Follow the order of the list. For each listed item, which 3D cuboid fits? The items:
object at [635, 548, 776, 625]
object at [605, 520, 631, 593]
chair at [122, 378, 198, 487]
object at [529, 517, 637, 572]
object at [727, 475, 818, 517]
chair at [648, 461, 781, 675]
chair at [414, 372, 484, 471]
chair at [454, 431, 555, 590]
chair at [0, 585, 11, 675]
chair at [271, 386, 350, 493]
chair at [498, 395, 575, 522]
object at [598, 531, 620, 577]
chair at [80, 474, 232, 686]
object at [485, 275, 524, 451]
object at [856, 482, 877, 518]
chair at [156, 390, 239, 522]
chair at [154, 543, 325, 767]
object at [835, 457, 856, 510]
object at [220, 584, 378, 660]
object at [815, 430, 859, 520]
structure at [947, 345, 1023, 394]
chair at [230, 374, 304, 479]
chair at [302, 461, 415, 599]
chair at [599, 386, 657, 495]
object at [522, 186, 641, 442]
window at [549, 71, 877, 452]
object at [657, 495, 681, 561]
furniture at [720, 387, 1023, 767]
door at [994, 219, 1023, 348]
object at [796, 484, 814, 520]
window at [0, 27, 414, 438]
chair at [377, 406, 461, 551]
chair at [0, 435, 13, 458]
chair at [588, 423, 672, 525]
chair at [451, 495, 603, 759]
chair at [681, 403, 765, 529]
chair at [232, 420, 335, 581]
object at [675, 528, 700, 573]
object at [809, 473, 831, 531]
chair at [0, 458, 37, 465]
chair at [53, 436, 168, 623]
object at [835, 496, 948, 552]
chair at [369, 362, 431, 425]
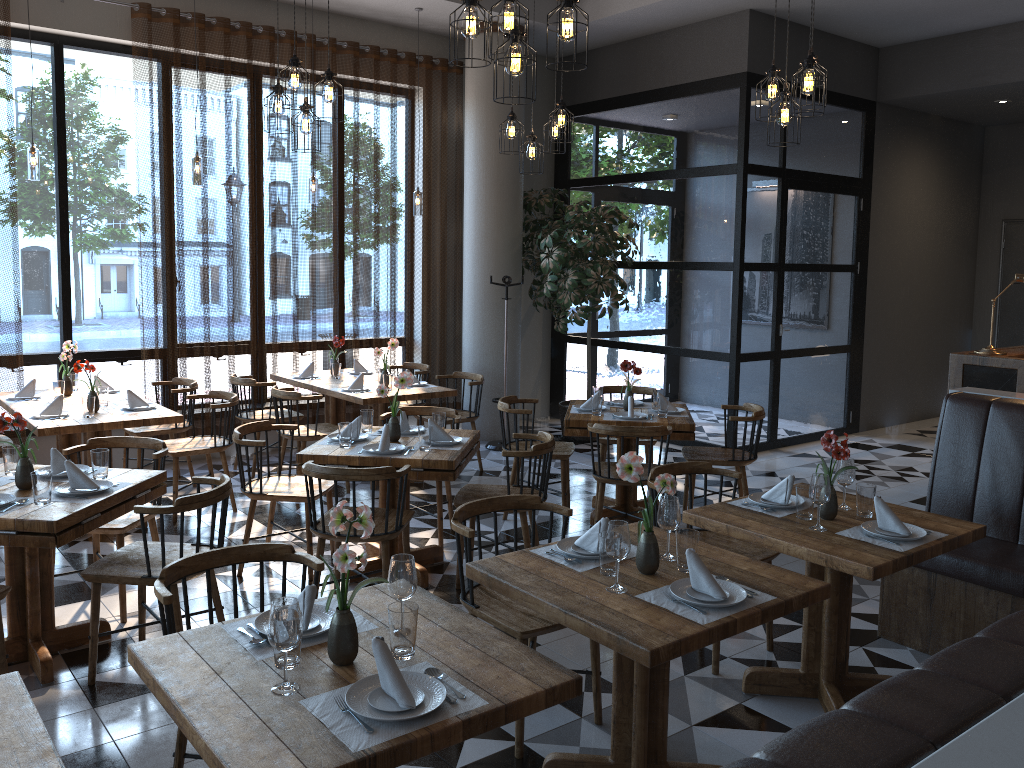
[{"bbox_3d":[0.599,0.589,2.727,0.352,0.136,0.272,-5,9,-38],"label":"object"},{"bbox_3d":[0.330,0.539,2.774,0.081,0.214,0.081,0,6,-7],"label":"object"},{"bbox_3d":[-2.741,0.390,6.919,0.550,0.814,0.521,-4,8,-38],"label":"chair"},{"bbox_3d":[0.282,0.527,3.143,0.352,0.136,0.272,-5,9,-38],"label":"object"},{"bbox_3d":[1.146,0.448,3.820,0.352,0.136,0.272,-5,9,-38],"label":"object"},{"bbox_3d":[0.914,0.825,4.149,0.520,0.814,0.551,-4,8,-38],"label":"chair"},{"bbox_3d":[-0.525,0.333,7.587,0.550,0.814,0.521,-4,8,-38],"label":"chair"},{"bbox_3d":[-0.039,0.697,4.981,0.550,0.814,0.521,2,6,7],"label":"chair"},{"bbox_3d":[-2.219,0.896,3.275,0.519,0.814,0.552,2,6,7],"label":"chair"},{"bbox_3d":[-1.552,0.427,6.783,0.550,0.814,0.521,-4,8,-38],"label":"chair"},{"bbox_3d":[0.169,0.520,6.298,0.550,0.814,0.521,2,6,7],"label":"chair"},{"bbox_3d":[0.322,0.561,2.919,0.080,0.131,0.080,5,8,37],"label":"object"},{"bbox_3d":[-1.501,0.831,3.836,0.550,0.814,0.521,2,6,7],"label":"chair"},{"bbox_3d":[-0.061,-0.206,8.491,0.374,1.652,0.376,-1,6,-16],"label":"object"},{"bbox_3d":[1.453,0.479,3.645,0.080,0.131,0.080,-4,8,-38],"label":"object"},{"bbox_3d":[-2.220,0.488,6.259,0.550,0.814,0.521,-4,8,-38],"label":"chair"},{"bbox_3d":[-0.820,0.984,2.791,0.520,0.814,0.551,-4,8,-38],"label":"chair"},{"bbox_3d":[1.413,0.421,3.761,0.081,0.214,0.081,6,8,43],"label":"object"},{"bbox_3d":[-0.590,0.607,2.460,0.352,0.136,0.272,-5,9,-38],"label":"object"},{"bbox_3d":[1.317,0.370,3.611,0.171,0.354,0.156,-5,8,-45],"label":"object"},{"bbox_3d":[3.109,0.462,5.279,1.047,1.295,0.647,-4,8,-38],"label":"structure"},{"bbox_3d":[-2.073,0.328,7.443,0.550,0.814,0.521,-4,8,-38],"label":"chair"},{"bbox_3d":[-0.756,0.762,4.420,0.519,0.814,0.552,2,6,7],"label":"chair"},{"bbox_3d":[0.886,0.454,6.859,0.519,0.814,0.552,2,6,7],"label":"chair"},{"bbox_3d":[0.460,-0.745,9.052,1.637,2.582,1.383,5,7,35],"label":"object"},{"bbox_3d":[2.136,-1.286,9.837,2.189,3.534,2.736,-4,8,-38],"label":"window"},{"bbox_3d":[0.545,0.501,3.081,0.081,0.214,0.081,6,8,43],"label":"object"},{"bbox_3d":[0.460,0.935,2.073,6.596,1.145,1.924,-5,9,-38],"label":"furniture"},{"bbox_3d":[6.281,-0.735,10.365,0.114,2.384,1.210,-3,7,-38],"label":"door"},{"bbox_3d":[1.191,0.482,3.598,0.080,0.131,0.080,5,8,37],"label":"object"},{"bbox_3d":[-6.406,-0.766,3.618,4.498,3.152,15.180,5,9,28],"label":"window"},{"bbox_3d":[-0.601,0.590,5.695,0.519,0.814,0.552,2,6,7],"label":"chair"},{"bbox_3d":[-3.768,0.484,6.115,0.550,0.814,0.521,-4,8,-38],"label":"chair"},{"bbox_3d":[0.731,0.626,5.585,0.519,0.814,0.552,2,6,7],"label":"chair"},{"bbox_3d":[0.047,0.905,3.470,0.520,0.814,0.551,-4,8,-38],"label":"chair"},{"bbox_3d":[1.460,0.558,6.167,0.550,0.814,0.521,2,6,7],"label":"chair"},{"bbox_3d":[-1.319,0.656,5.133,0.550,0.814,0.521,2,6,7],"label":"chair"},{"bbox_3d":[0.585,0.559,2.965,0.080,0.131,0.080,-4,8,-38],"label":"object"},{"bbox_3d":[1.198,0.460,3.454,0.081,0.214,0.081,0,6,-7],"label":"object"},{"bbox_3d":[-3.247,0.582,5.455,0.550,0.814,0.521,-4,8,-38],"label":"chair"},{"bbox_3d":[-2.064,0.724,4.549,0.519,0.814,0.552,2,6,7],"label":"chair"},{"bbox_3d":[1.463,0.510,3.403,0.352,0.136,0.272,-5,9,-38],"label":"object"},{"bbox_3d":[-1.046,0.234,8.247,0.550,0.814,0.521,-4,8,-38],"label":"chair"}]
